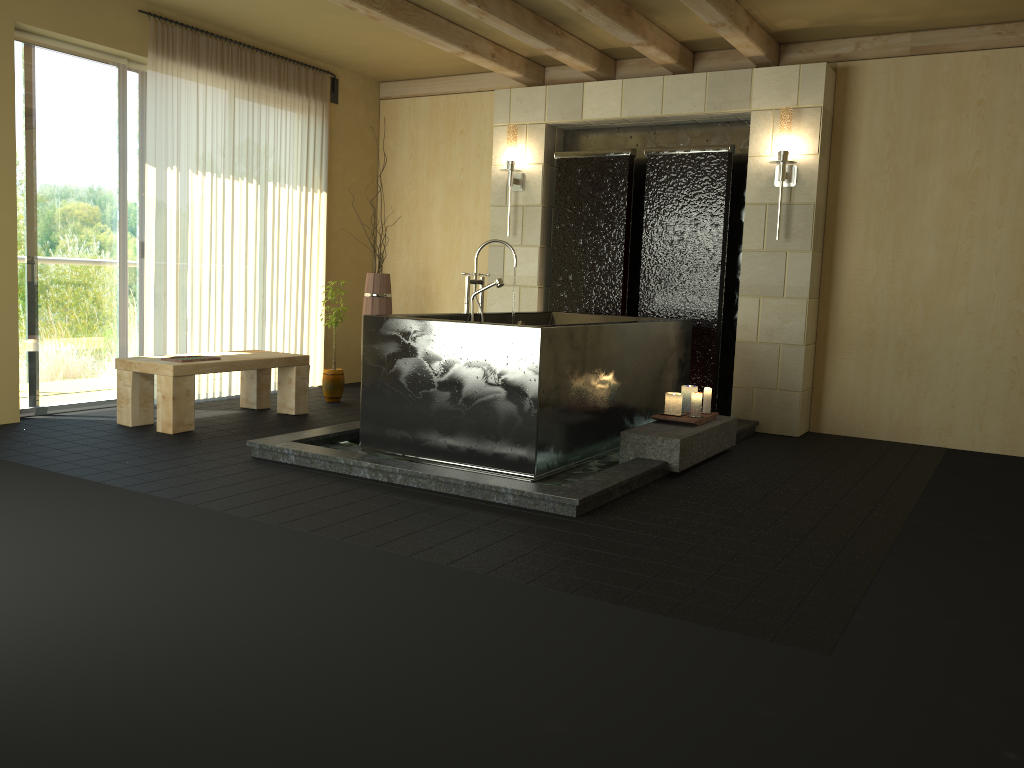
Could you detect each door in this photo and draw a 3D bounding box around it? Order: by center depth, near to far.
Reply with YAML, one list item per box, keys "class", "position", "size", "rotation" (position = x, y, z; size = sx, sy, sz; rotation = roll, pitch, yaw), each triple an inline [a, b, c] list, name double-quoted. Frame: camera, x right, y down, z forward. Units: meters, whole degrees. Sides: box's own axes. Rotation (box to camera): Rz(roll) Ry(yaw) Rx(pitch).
- class: "door"
  position: [-2.786, -0.970, 5.703]
  size: [0.063, 2.329, 1.038]
  rotation: [6, 7, 29]

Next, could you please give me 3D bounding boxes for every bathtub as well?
- class: "bathtub"
  position: [0.210, -0.275, 5.305]
  size: [1.068, 1.160, 2.134]
  rotation: [6, 7, 30]

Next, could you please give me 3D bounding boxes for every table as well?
- class: "table"
  position: [-1.880, 0.024, 5.682]
  size: [0.513, 0.399, 1.125]
  rotation: [6, 7, 30]

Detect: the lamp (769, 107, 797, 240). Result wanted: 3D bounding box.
- class: "lamp"
  position: [1.752, -1.357, 5.747]
  size: [0.176, 0.836, 0.188]
  rotation: [6, 7, 30]

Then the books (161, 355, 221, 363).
- class: "books"
  position: [-1.949, -0.153, 5.387]
  size: [0.182, 0.014, 0.294]
  rotation: [6, 8, 30]

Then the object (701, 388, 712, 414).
- class: "object"
  position: [1.137, 0.098, 5.165]
  size: [0.056, 0.151, 0.056]
  rotation: [6, 7, 30]

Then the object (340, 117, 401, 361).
- class: "object"
  position: [-1.126, -0.987, 7.002]
  size: [0.468, 2.177, 0.463]
  rotation: [1, 6, -10]

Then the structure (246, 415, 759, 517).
- class: "structure"
  position: [0.428, 0.433, 5.741]
  size: [1.973, 0.635, 3.804]
  rotation: [6, 8, 30]

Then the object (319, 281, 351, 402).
- class: "object"
  position: [-1.336, -0.332, 6.643]
  size: [0.242, 0.928, 0.267]
  rotation: [0, 6, -22]

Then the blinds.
- class: "blinds"
  position: [-1.961, -1.207, 6.655]
  size: [0.064, 2.576, 1.946]
  rotation: [6, 7, 29]

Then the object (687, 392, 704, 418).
- class: "object"
  position: [1.043, 0.117, 5.018]
  size: [0.091, 0.139, 0.091]
  rotation: [5, 7, 25]

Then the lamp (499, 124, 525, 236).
- class: "lamp"
  position: [-0.008, -1.549, 6.764]
  size: [0.176, 0.836, 0.188]
  rotation: [6, 7, 30]

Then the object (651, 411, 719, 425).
- class: "object"
  position: [0.998, 0.191, 5.102]
  size: [0.254, 0.031, 0.441]
  rotation: [6, 8, 30]

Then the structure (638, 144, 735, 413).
- class: "structure"
  position: [1.190, -0.644, 6.308]
  size: [0.641, 2.064, 0.094]
  rotation: [6, 7, 30]

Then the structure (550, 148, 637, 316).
- class: "structure"
  position: [0.566, -0.712, 6.668]
  size: [0.641, 2.064, 0.094]
  rotation: [6, 7, 30]

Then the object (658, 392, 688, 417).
- class: "object"
  position: [0.923, 0.114, 5.069]
  size: [0.131, 0.124, 0.131]
  rotation: [6, 7, 30]

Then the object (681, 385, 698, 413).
- class: "object"
  position: [1.038, 0.088, 5.202]
  size: [0.112, 0.154, 0.112]
  rotation: [5, 7, 25]
